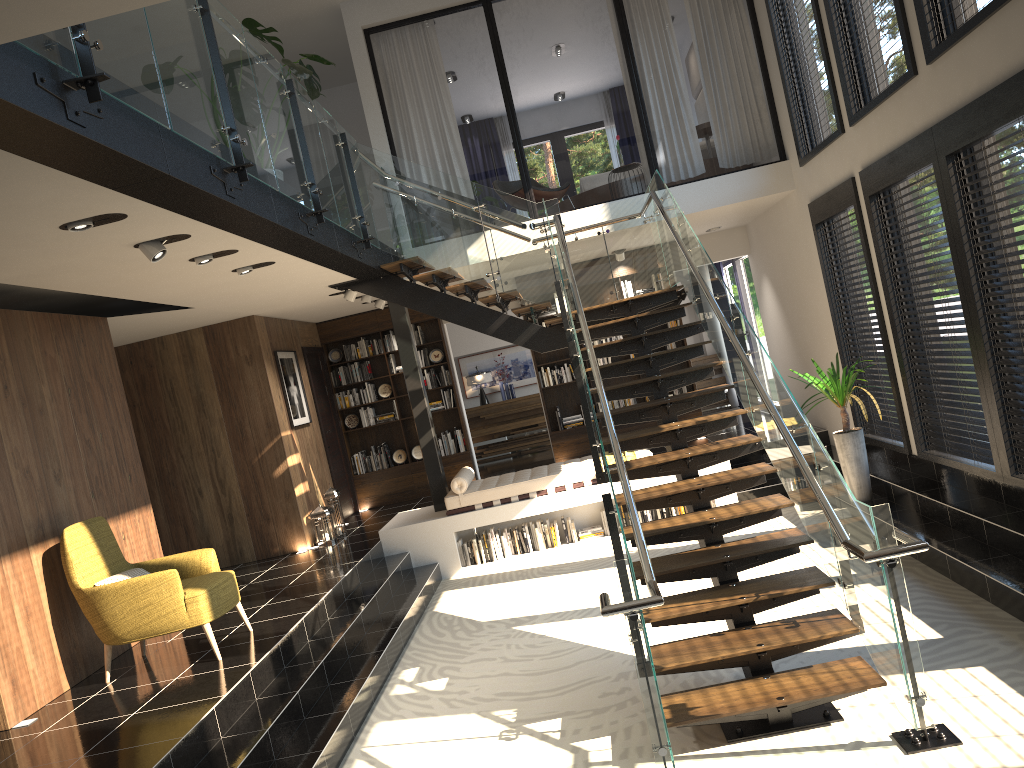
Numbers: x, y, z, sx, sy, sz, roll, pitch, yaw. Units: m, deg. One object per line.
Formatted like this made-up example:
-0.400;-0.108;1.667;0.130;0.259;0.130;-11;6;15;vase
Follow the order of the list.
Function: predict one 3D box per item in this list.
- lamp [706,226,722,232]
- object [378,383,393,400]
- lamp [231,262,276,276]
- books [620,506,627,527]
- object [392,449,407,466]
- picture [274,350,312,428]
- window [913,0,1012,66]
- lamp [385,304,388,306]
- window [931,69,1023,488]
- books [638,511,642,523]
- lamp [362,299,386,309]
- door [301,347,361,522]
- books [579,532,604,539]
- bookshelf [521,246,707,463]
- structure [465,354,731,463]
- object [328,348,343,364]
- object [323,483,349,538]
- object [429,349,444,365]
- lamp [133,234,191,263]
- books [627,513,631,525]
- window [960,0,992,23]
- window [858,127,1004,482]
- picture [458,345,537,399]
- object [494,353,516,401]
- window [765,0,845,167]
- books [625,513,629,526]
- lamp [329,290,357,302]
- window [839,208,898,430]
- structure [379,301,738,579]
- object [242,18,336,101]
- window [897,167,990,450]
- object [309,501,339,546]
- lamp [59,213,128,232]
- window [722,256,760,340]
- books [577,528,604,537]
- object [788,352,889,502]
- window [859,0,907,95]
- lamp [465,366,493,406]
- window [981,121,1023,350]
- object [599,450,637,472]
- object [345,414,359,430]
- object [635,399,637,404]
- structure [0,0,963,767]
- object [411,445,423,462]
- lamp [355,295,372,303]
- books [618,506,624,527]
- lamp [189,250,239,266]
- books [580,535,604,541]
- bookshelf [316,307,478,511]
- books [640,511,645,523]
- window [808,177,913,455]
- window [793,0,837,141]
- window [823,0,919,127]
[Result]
2.641;-2.091;11.667;0.195;0.158;0.346;-12;1;4;lamp
-1.774;0.101;12.418;0.212;0.222;0.082;-12;2;4;object
-2.009;-0.951;6.856;0.346;0.177;0.195;-13;1;4;lamp
1.196;1.423;9.509;0.035;0.305;0.151;-12;2;4;books
-1.569;1.025;12.427;0.212;0.222;0.082;-12;2;4;object
-2.615;0.048;10.631;0.028;0.911;0.748;-12;2;4;picture
2.606;-3.330;5.124;0.358;2.476;1.392;-12;2;4;window
-1.695;-1.119;11.965;0.346;0.177;0.195;-13;1;4;lamp
3.232;-0.546;5.275;0.358;2.476;1.497;-12;2;4;window
1.365;1.423;9.501;0.028;0.231;0.158;-12;2;4;books
-1.733;-1.052;11.190;0.346;0.263;0.195;-12;2;4;lamp
-2.443;0.663;11.875;0.104;2.348;0.930;-12;2;4;door
0.851;1.619;9.551;0.261;0.024;0.167;-13;1;1;books
1.355;-0.370;12.215;2.090;2.684;0.273;-12;2;4;bookshelf
0.633;0.615;15.781;6.277;0.982;0.885;-13;1;4;structure
-2.470;-0.389;12.413;0.212;0.222;0.082;-12;2;4;object
-2.073;1.474;10.391;0.182;0.643;0.182;-12;2;4;object
-1.050;-0.383;12.333;0.212;0.222;0.082;-12;2;4;object
-2.096;-0.867;5.310;0.346;0.247;0.195;-12;2;4;lamp
1.251;1.420;9.477;0.026;0.287;0.204;-12;2;4;books
2.675;-3.345;5.111;0.005;2.298;1.220;-12;2;4;window
3.323;-0.595;6.766;0.358;2.476;1.497;-12;2;4;window
0.826;-0.476;15.909;3.544;0.749;0.035;-13;2;4;picture
-0.141;-0.129;15.838;0.272;0.860;0.269;-12;2;18;object
2.800;-3.434;8.307;0.358;2.476;1.392;-12;2;4;window
1.231;1.432;9.541;0.026;0.270;0.128;-12;2;4;books
-1.827;-1.001;9.645;0.346;0.263;0.195;-12;2;4;lamp
3.492;-0.660;8.385;0.005;2.298;1.220;-12;2;4;window
0.234;0.196;9.892;3.782;3.246;1.148;-12;2;4;structure
-2.022;-2.020;6.958;1.464;1.555;1.260;-13;2;-8;object
3.391;-0.610;6.753;0.005;2.298;1.312;-12;2;4;window
-2.167;1.581;10.171;0.262;0.484;0.262;-12;2;4;object
-2.153;-0.885;4.535;0.346;0.158;0.195;-13;1;4;lamp
3.729;-0.817;13.856;0.184;2.477;2.979;-12;1;4;window
0.846;1.595;9.555;0.274;0.025;0.156;-13;1;1;books
3.005;0.400;8.011;0.876;1.338;0.830;-13;2;-7;object
2.772;-3.397;6.702;0.005;2.298;1.220;-12;2;4;window
-0.555;0.030;15.763;0.470;0.726;0.470;-13;2;-4;lamp
3.301;-0.561;5.262;0.005;2.298;1.312;-12;2;4;window
1.179;1.014;9.884;0.466;0.510;1.166;-12;1;4;object
-2.249;0.530;12.467;0.212;0.222;0.082;-12;2;4;object
1.718;0.276;12.233;0.020;0.262;0.047;-12;2;4;object
-0.017;-0.092;6.097;3.448;4.870;7.276;-12;1;3;structure
-1.302;0.966;12.403;0.212;0.222;0.082;-12;2;4;object
-1.783;-1.042;10.416;0.346;0.231;0.195;-12;2;4;lamp
1.168;1.448;9.509;0.029;0.268;0.146;-12;2;4;books
-2.056;-0.926;6.082;0.346;0.177;0.195;-13;1;4;lamp
0.856;1.642;9.552;0.257;0.024;0.167;-13;1;4;books
-1.593;0.284;12.425;1.704;2.684;0.273;-12;2;4;bookshelf
1.384;1.374;9.494;0.033;0.318;0.152;-12;2;4;books
3.423;-0.645;8.398;0.358;2.476;1.392;-12;2;4;window
2.869;-3.449;8.294;0.005;2.298;1.220;-12;2;4;window
2.703;-3.382;6.715;0.358;2.476;1.392;-12;2;4;window
